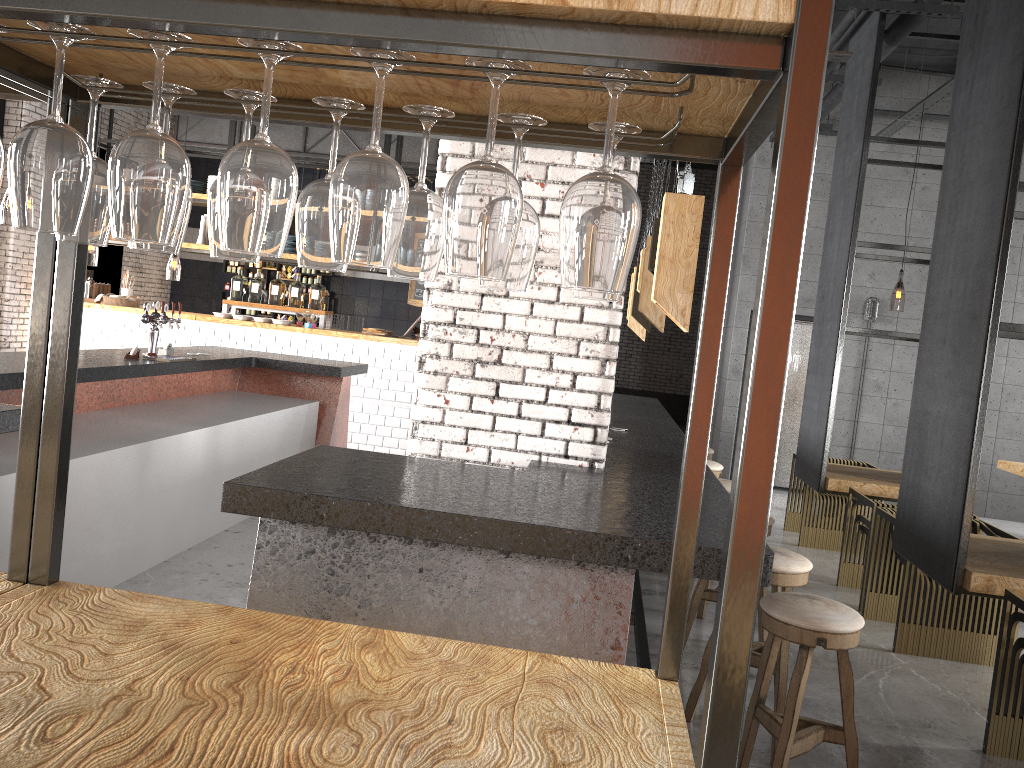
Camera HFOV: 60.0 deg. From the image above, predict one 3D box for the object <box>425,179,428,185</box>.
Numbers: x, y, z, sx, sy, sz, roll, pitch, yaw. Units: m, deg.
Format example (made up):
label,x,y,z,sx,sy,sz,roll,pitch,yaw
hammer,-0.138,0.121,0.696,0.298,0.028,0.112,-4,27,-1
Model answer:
label,x,y,z,sx,sy,sz,roll,pitch,yaw
object,-1.040,-2.198,10.496,0.098,0.458,0.098,6,3,-17

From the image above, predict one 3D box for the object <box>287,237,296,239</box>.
label,x,y,z,sx,sy,sz,roll,pitch,yaw
object,-2.681,-1.761,10.813,0.334,0.048,0.335,6,4,-7

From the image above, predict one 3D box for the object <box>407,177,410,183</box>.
label,x,y,z,sx,sy,sz,roll,pitch,yaw
object,-1.257,-2.224,10.519,0.098,0.458,0.098,8,3,28

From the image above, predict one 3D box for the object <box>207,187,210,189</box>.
label,x,y,z,sx,sy,sz,roll,pitch,yaw
object,-3.571,-2.374,10.887,0.334,0.039,0.335,4,4,-28

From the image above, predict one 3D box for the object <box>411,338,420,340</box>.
label,x,y,z,sx,sy,sz,roll,pitch,yaw
object,-0.951,-0.507,10.294,0.459,0.019,0.406,10,5,41

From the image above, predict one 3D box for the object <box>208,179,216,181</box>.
label,x,y,z,sx,sy,sz,roll,pitch,yaw
object,-3.560,-2.467,10.883,0.334,0.044,0.335,5,4,-24

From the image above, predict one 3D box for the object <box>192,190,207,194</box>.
label,x,y,z,sx,sy,sz,roll,pitch,yaw
object,-3.992,-2.368,10.933,0.453,0.045,0.455,5,4,-19

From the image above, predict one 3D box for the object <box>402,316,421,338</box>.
label,x,y,z,sx,sy,sz,roll,pitch,yaw
object,-1.126,-0.678,10.198,0.241,0.338,0.489,6,4,-8

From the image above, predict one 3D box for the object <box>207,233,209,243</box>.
label,x,y,z,sx,sy,sz,roll,pitch,yaw
object,-3.627,-1.834,10.851,0.196,0.305,0.196,9,4,43

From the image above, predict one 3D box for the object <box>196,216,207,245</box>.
label,x,y,z,sx,sy,sz,roll,pitch,yaw
object,-3.787,-1.877,10.853,0.132,0.360,0.127,8,3,31

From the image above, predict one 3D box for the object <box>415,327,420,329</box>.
label,x,y,z,sx,sy,sz,roll,pitch,yaw
object,-0.956,-0.637,10.288,0.458,0.019,0.407,3,5,-37

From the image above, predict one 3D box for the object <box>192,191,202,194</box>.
label,x,y,z,sx,sy,sz,roll,pitch,yaw
object,-3.996,-2.343,10.933,0.454,0.033,0.454,7,4,14

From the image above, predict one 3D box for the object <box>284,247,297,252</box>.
label,x,y,z,sx,sy,sz,roll,pitch,yaw
object,-2.699,-1.625,10.823,0.373,0.067,0.373,6,4,-13

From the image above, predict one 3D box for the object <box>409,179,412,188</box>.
label,x,y,z,sx,sy,sz,roll,pitch,yaw
object,-1.243,-2.232,10.653,0.098,0.458,0.098,8,3,28

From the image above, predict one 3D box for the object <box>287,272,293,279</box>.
label,x,y,z,sx,sy,sz,roll,pitch,yaw
object,-3.485,-1.703,13.903,0.092,0.112,0.100,6,3,-8

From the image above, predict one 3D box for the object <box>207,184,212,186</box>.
label,x,y,z,sx,sy,sz,roll,pitch,yaw
object,-3.567,-2.409,10.885,0.335,0.039,0.335,7,4,14

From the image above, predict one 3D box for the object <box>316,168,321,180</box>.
label,x,y,z,sx,sy,sz,roll,pitch,yaw
object,-2.351,-2.366,10.707,0.098,0.470,0.098,8,3,28

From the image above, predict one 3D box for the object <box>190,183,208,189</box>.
label,x,y,z,sx,sy,sz,roll,pitch,yaw
object,-3.985,-2.437,10.929,0.454,0.037,0.455,3,5,-40

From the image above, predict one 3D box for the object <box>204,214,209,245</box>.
label,x,y,z,sx,sy,sz,roll,pitch,yaw
object,-3.804,-1.906,11.005,0.126,0.394,0.127,4,4,-44

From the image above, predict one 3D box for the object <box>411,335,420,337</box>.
label,x,y,z,sx,sy,sz,roll,pitch,yaw
object,-0.952,-0.539,10.294,0.459,0.019,0.406,9,5,34

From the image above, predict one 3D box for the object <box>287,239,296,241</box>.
label,x,y,z,sx,sy,sz,roll,pitch,yaw
object,-2.686,-1.733,10.814,0.334,0.035,0.335,5,4,-19

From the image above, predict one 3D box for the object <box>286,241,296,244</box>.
label,x,y,z,sx,sy,sz,roll,pitch,yaw
object,-2.688,-1.706,10.817,0.335,0.052,0.334,10,5,44

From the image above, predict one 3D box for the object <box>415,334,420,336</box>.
label,x,y,z,sx,sy,sz,roll,pitch,yaw
object,-0.957,-0.556,10.293,0.458,0.019,0.407,5,4,-26

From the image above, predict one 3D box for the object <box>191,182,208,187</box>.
label,x,y,z,sx,sy,sz,roll,pitch,yaw
object,-3.982,-2.462,10.926,0.454,0.050,0.454,5,4,-19

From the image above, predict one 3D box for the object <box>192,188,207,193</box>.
label,x,y,z,sx,sy,sz,roll,pitch,yaw
object,-3.991,-2.391,10.931,0.453,0.042,0.455,4,5,-34

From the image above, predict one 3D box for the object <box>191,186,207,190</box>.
label,x,y,z,sx,sy,sz,roll,pitch,yaw
object,-3.987,-2.414,10.930,0.454,0.038,0.454,7,4,7

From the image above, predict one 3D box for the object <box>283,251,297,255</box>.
label,x,y,z,sx,sy,sz,roll,pitch,yaw
object,-2.702,-1.589,10.821,0.334,0.033,0.335,5,4,-25

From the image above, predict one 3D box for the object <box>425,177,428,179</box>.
label,x,y,z,sx,sy,sz,roll,pitch,yaw
object,-1.015,-2.422,10.485,0.046,0.031,0.046,6,4,-2

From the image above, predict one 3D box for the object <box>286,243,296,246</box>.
label,x,y,z,sx,sy,sz,roll,pitch,yaw
object,-2.691,-1.692,10.816,0.335,0.039,0.335,7,4,5

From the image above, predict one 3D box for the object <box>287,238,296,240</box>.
label,x,y,z,sx,sy,sz,roll,pitch,yaw
object,-2.684,-1.748,10.814,0.334,0.036,0.335,6,4,-5

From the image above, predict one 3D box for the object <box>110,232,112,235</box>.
label,x,y,z,sx,sy,sz,roll,pitch,yaw
object,-5.008,-1.874,11.085,0.157,0.053,0.168,7,4,11

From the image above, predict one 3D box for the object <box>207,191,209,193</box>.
label,x,y,z,sx,sy,sz,roll,pitch,yaw
object,-3.577,-2.317,10.890,0.334,0.045,0.335,5,4,-13

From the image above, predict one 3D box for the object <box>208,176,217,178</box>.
label,x,y,z,sx,sy,sz,roll,pitch,yaw
object,-3.556,-2.505,10.880,0.334,0.039,0.335,5,4,-20

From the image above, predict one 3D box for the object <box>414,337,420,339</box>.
label,x,y,z,sx,sy,sz,roll,pitch,yaw
object,-0.934,-0.520,10.284,0.406,0.019,0.459,5,4,-22

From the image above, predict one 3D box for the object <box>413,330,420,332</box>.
label,x,y,z,sx,sy,sz,roll,pitch,yaw
object,-0.936,-0.602,10.288,0.406,0.019,0.459,3,5,-42

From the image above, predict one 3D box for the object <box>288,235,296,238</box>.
label,x,y,z,sx,sy,sz,roll,pitch,yaw
object,-2.681,-1.781,10.811,0.373,0.050,0.373,8,4,28

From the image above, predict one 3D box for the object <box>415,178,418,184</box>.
label,x,y,z,sx,sy,sz,roll,pitch,yaw
object,-1.147,-2.211,10.507,0.098,0.458,0.098,6,3,-17

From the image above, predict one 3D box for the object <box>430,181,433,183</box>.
label,x,y,z,sx,sy,sz,roll,pitch,yaw
object,-0.986,-2.438,10.754,0.046,0.031,0.046,6,4,-2

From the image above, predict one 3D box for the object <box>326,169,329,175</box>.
label,x,y,z,sx,sy,sz,roll,pitch,yaw
object,-2.244,-2.354,10.696,0.098,0.470,0.098,8,3,28

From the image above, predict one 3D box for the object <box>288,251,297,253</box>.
label,x,y,z,sx,sy,sz,roll,pitch,yaw
object,-2.701,-1.602,10.819,0.334,0.046,0.335,6,4,-9

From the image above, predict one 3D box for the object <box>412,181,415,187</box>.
label,x,y,z,sx,sy,sz,roll,pitch,yaw
object,-1.228,-2.239,10.788,0.098,0.458,0.098,8,3,28

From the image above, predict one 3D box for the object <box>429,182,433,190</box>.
label,x,y,z,sx,sy,sz,roll,pitch,yaw
object,-1.011,-2.214,10.765,0.098,0.458,0.098,6,3,-17

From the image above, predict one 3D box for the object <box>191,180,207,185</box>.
label,x,y,z,sx,sy,sz,roll,pitch,yaw
object,-3.979,-2.484,10.926,0.454,0.039,0.454,8,4,25

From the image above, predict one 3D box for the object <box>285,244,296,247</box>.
label,x,y,z,sx,sy,sz,roll,pitch,yaw
object,-2.689,-1.676,10.816,0.372,0.071,0.373,8,4,18

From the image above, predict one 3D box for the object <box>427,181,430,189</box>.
label,x,y,z,sx,sy,sz,roll,pitch,yaw
object,-1.026,-2.206,10.631,0.098,0.458,0.098,6,3,-17

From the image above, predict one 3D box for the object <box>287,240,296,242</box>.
label,x,y,z,sx,sy,sz,roll,pitch,yaw
object,-2.687,-1.721,10.817,0.335,0.052,0.334,8,4,23

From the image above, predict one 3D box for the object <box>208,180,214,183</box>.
label,x,y,z,sx,sy,sz,roll,pitch,yaw
object,-3.562,-2.448,10.883,0.334,0.041,0.335,5,4,-25

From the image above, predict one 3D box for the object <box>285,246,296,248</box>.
label,x,y,z,sx,sy,sz,roll,pitch,yaw
object,-2.698,-1.642,10.820,0.334,0.051,0.334,9,5,36
